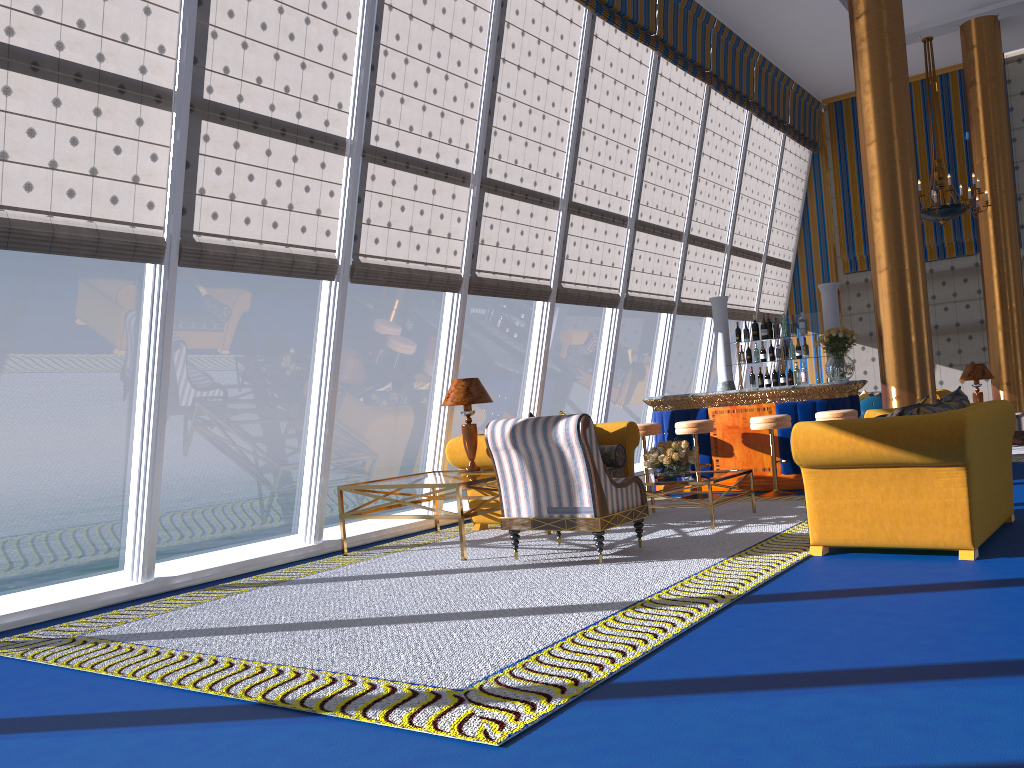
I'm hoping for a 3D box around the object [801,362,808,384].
[{"bbox_3d":[3.355,-0.124,10.186,0.061,0.258,0.062,-5,-1,36],"label":"object"}]

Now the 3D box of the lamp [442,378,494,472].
[{"bbox_3d":[-0.361,0.346,7.494,0.451,0.783,0.442,-4,-1,-40],"label":"lamp"}]

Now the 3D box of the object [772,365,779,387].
[{"bbox_3d":[3.051,-0.094,10.289,0.065,0.244,0.066,-5,-1,16],"label":"object"}]

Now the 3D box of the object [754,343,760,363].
[{"bbox_3d":[2.860,-0.367,10.374,0.059,0.230,0.058,-4,-1,-6],"label":"object"}]

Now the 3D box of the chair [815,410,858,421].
[{"bbox_3d":[3.177,0.646,8.607,0.397,0.781,0.399,-5,-1,6],"label":"chair"}]

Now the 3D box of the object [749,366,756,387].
[{"bbox_3d":[2.818,-0.085,10.402,0.071,0.242,0.071,-5,-1,17],"label":"object"}]

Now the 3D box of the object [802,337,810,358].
[{"bbox_3d":[3.352,-0.418,10.127,0.072,0.244,0.071,-4,-1,-34],"label":"object"}]

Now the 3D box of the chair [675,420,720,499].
[{"bbox_3d":[1.888,0.762,9.050,0.400,0.781,0.396,-4,-1,-17],"label":"chair"}]

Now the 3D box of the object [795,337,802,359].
[{"bbox_3d":[3.284,-0.411,10.171,0.068,0.244,0.069,-5,-1,16],"label":"object"}]

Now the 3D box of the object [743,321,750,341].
[{"bbox_3d":[2.775,-0.625,10.507,0.072,0.246,0.072,-4,-1,-6],"label":"object"}]

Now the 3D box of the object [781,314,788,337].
[{"bbox_3d":[3.135,-0.674,10.208,0.070,0.271,0.068,-4,-1,-44],"label":"object"}]

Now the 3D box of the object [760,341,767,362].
[{"bbox_3d":[2.925,-0.377,10.331,0.068,0.244,0.069,-5,-1,16],"label":"object"}]

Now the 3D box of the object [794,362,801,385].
[{"bbox_3d":[3.286,-0.122,10.222,0.069,0.269,0.068,-5,-1,-4],"label":"object"}]

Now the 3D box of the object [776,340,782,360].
[{"bbox_3d":[3.078,-0.393,10.249,0.056,0.239,0.057,-5,-1,10],"label":"object"}]

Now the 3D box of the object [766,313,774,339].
[{"bbox_3d":[2.988,-0.675,10.316,0.082,0.302,0.080,-4,-1,-38],"label":"object"}]

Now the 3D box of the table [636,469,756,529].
[{"bbox_3d":[1.405,0.961,7.452,0.965,0.369,0.915,-6,-2,35],"label":"table"}]

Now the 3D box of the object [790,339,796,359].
[{"bbox_3d":[3.227,-0.401,10.210,0.059,0.230,0.058,-4,-1,-6],"label":"object"}]

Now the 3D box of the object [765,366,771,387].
[{"bbox_3d":[2.977,-0.083,10.337,0.068,0.244,0.069,-5,-1,16],"label":"object"}]

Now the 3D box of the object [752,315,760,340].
[{"bbox_3d":[2.849,-0.660,10.384,0.080,0.302,0.082,-5,-1,41],"label":"object"}]

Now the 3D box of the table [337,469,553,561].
[{"bbox_3d":[-0.522,1.016,7.110,1.226,0.549,1.162,-6,-2,35],"label":"table"}]

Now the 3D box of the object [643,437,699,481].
[{"bbox_3d":[1.325,0.629,7.370,0.452,0.388,0.506,-5,-1,16],"label":"object"}]

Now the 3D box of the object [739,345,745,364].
[{"bbox_3d":[2.704,-0.349,10.434,0.066,0.225,0.066,-5,-1,4],"label":"object"}]

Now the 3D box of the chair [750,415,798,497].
[{"bbox_3d":[2.562,0.698,8.696,0.399,0.781,0.397,-4,-1,-6],"label":"chair"}]

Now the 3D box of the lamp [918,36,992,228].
[{"bbox_3d":[5.371,-3.183,11.244,1.055,2.421,1.064,-5,-1,12],"label":"lamp"}]

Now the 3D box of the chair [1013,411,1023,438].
[{"bbox_3d":[6.218,0.356,10.793,0.776,0.966,0.802,-5,-2,35],"label":"chair"}]

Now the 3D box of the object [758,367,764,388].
[{"bbox_3d":[2.911,-0.076,10.381,0.065,0.244,0.066,-5,-1,39],"label":"object"}]

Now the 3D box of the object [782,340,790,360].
[{"bbox_3d":[3.156,-0.395,10.233,0.071,0.232,0.072,-5,-1,14],"label":"object"}]

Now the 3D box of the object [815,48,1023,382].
[{"bbox_3d":[2.968,-7.201,7.056,62.634,33.595,63.929,-6,-2,42],"label":"object"}]

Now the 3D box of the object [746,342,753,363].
[{"bbox_3d":[2.781,-0.367,10.412,0.065,0.244,0.066,-5,-1,16],"label":"object"}]

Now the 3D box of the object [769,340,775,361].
[{"bbox_3d":[3.012,-0.389,10.290,0.065,0.244,0.066,-5,-1,16],"label":"object"}]

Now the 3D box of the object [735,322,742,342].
[{"bbox_3d":[2.682,-0.617,10.519,0.065,0.244,0.066,-5,-1,39],"label":"object"}]

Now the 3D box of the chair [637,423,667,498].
[{"bbox_3d":[1.427,0.812,9.494,0.400,0.781,0.396,-4,-1,-17],"label":"chair"}]

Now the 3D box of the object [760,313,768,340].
[{"bbox_3d":[2.934,-0.669,10.324,0.084,0.302,0.086,-5,-1,29],"label":"object"}]

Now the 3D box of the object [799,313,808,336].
[{"bbox_3d":[3.333,-0.689,10.166,0.091,0.259,0.092,-5,-1,18],"label":"object"}]

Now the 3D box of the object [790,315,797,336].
[{"bbox_3d":[3.231,-0.671,10.188,0.072,0.246,0.072,-4,-1,-6],"label":"object"}]

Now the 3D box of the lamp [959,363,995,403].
[{"bbox_3d":[6.314,0.120,12.025,0.443,0.783,0.449,-5,-1,20],"label":"lamp"}]

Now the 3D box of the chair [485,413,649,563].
[{"bbox_3d":[0.382,0.690,6.069,0.786,0.966,0.792,-5,-2,35],"label":"chair"}]

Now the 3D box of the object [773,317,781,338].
[{"bbox_3d":[3.061,-0.652,10.268,0.076,0.247,0.076,-5,-1,-1],"label":"object"}]
